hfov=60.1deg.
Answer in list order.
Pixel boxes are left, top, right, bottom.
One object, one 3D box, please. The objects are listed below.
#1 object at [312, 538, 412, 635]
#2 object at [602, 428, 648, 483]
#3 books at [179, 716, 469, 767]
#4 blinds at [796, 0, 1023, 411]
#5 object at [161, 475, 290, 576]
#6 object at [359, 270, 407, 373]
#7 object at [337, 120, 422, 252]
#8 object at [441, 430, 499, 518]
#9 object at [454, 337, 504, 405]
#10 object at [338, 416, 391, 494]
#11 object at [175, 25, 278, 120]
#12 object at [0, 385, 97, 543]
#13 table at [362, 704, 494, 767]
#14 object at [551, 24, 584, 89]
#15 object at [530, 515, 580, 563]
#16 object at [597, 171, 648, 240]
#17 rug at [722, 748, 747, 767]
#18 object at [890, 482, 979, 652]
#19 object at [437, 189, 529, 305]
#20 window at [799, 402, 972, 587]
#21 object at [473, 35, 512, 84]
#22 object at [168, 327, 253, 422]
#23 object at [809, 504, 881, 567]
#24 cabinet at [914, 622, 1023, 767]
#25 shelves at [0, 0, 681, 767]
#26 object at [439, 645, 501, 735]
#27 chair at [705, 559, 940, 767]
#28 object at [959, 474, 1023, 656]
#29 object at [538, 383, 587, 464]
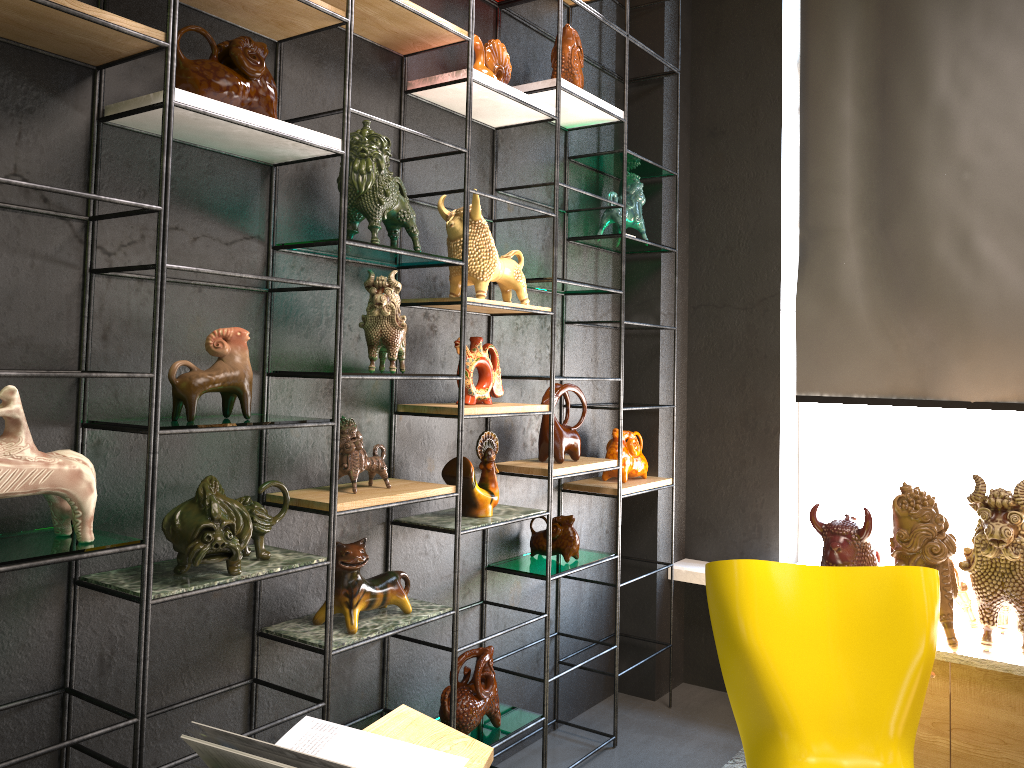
[{"bbox_3d":[-0.376,0.528,2.427,0.155,0.236,0.308,0,-1,38],"label":"object"},{"bbox_3d":[0.480,0.292,3.699,0.138,0.223,0.277,0,-1,35],"label":"object"},{"bbox_3d":[-0.350,0.725,1.634,0.400,0.233,0.481,1,0,22],"label":"books"},{"bbox_3d":[-0.276,-0.891,4.399,3.517,3.318,12.709,2,0,-35],"label":"blinds"},{"bbox_3d":[-0.666,0.311,2.027,0.192,0.221,0.402,1,0,4],"label":"object"},{"bbox_3d":[-0.357,-0.170,2.451,0.131,0.281,0.207,2,-2,-7],"label":"object"},{"bbox_3d":[-0.377,-0.546,2.469,0.167,0.357,0.254,-1,-3,40],"label":"object"},{"bbox_3d":[-0.112,0.286,2.843,0.123,0.271,0.226,0,-2,35],"label":"object"},{"bbox_3d":[-0.105,-0.042,2.888,0.060,0.224,0.267,-1,-2,35],"label":"object"},{"bbox_3d":[-0.412,0.192,2.442,0.096,0.211,0.183,-1,-2,37],"label":"object"},{"bbox_3d":[-0.669,-0.721,2.067,0.138,0.223,0.277,0,-1,34],"label":"object"},{"bbox_3d":[-0.944,0.154,1.650,0.164,0.305,0.340,-1,-2,40],"label":"object"},{"bbox_3d":[-0.287,1.072,1.642,0.496,0.621,0.732,0,-1,36],"label":"table"},{"bbox_3d":[0.209,-1.193,3.339,0.126,0.250,0.253,1,-1,5],"label":"object"},{"bbox_3d":[0.153,0.560,3.263,0.210,0.169,0.105,1,-2,34],"label":"object"},{"bbox_3d":[0.472,-0.758,3.729,0.152,0.333,0.288,0,-2,27],"label":"object"},{"bbox_3d":[1.733,1.430,1.427,3.597,0.010,2.185,2,1,35],"label":"rug"},{"bbox_3d":[1.474,0.608,3.089,0.249,0.547,0.474,-1,-3,42],"label":"object"},{"bbox_3d":[-0.084,-0.430,2.880,0.175,0.353,0.368,-1,-2,40],"label":"object"},{"bbox_3d":[2.306,-0.722,3.523,2.308,3.178,0.051,0,-3,35],"label":"window"},{"bbox_3d":[-0.069,-1.058,2.943,0.233,0.210,0.107,2,-2,-38],"label":"object"},{"bbox_3d":[-0.686,-0.024,2.027,0.119,0.221,0.211,1,-1,19],"label":"object"},{"bbox_3d":[1.244,0.640,3.188,0.219,0.442,0.461,-1,-2,40],"label":"object"},{"bbox_3d":[2.268,1.162,2.497,2.730,0.532,0.403,2,-1,35],"label":"cabinet"},{"bbox_3d":[-0.241,-0.595,2.700,0.274,3.921,2.985,-1,-3,35],"label":"shelves"},{"bbox_3d":[-0.138,0.973,2.767,0.126,0.250,0.253,0,-2,35],"label":"object"},{"bbox_3d":[0.873,0.951,2.326,0.658,0.899,1.067,1,-1,5],"label":"chair"},{"bbox_3d":[1.638,0.587,2.940,0.271,0.581,0.428,0,-2,28],"label":"object"},{"bbox_3d":[0.176,0.142,3.266,0.114,0.291,0.248,0,-2,35],"label":"object"}]
